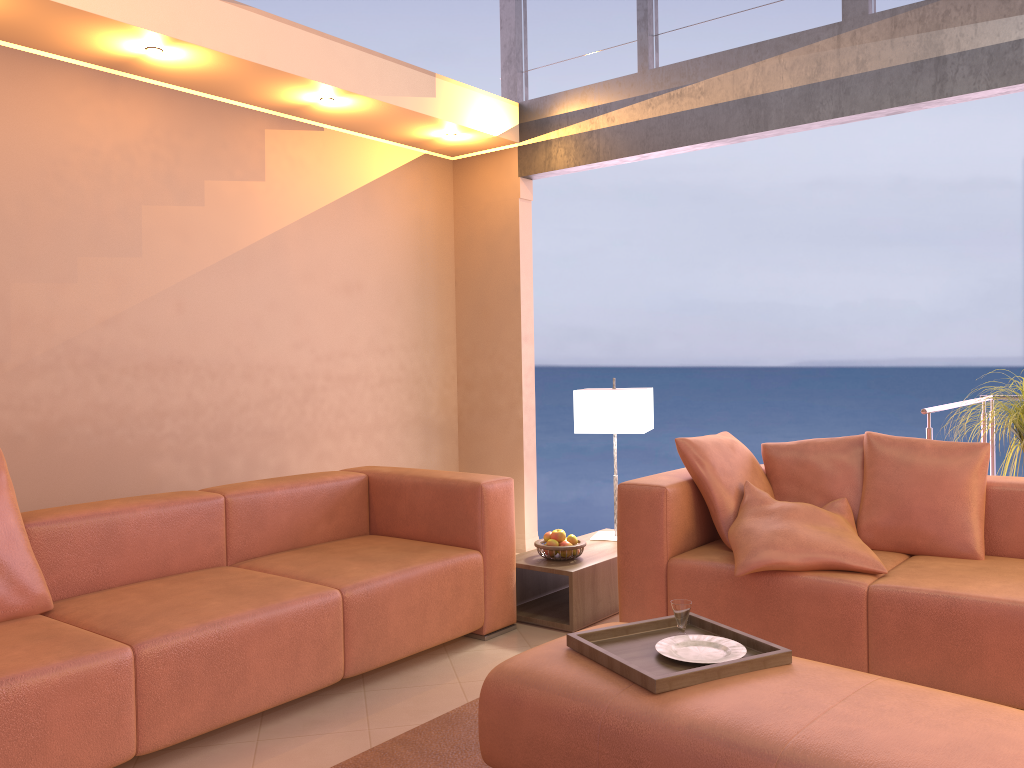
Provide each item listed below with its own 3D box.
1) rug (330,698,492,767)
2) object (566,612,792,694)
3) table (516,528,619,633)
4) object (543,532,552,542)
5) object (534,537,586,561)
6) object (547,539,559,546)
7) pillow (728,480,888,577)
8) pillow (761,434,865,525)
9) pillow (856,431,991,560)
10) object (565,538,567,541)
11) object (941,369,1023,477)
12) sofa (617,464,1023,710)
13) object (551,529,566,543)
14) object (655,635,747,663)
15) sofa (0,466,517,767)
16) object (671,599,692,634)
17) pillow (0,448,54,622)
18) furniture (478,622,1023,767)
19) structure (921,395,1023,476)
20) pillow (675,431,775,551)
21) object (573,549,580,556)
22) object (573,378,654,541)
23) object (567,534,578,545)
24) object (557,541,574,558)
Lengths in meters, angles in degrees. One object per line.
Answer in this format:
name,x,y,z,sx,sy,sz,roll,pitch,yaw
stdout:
rug,0.616,1.086,1.839,2.626,0.005,1.833,0,1,38
object,0.441,0.714,2.397,0.436,0.034,0.421,-2,1,-27
table,0.379,0.911,4.215,0.412,0.268,0.918,0,1,38
object,0.168,0.694,4.022,0.047,0.046,0.054,-1,1,25
object,0.218,0.749,4.005,0.235,0.071,0.235,0,1,30
object,0.181,0.714,3.948,0.055,0.047,0.045,-1,1,15
pillow,1.079,0.536,3.358,0.517,0.292,0.514,-1,1,7
pillow,1.282,0.427,3.689,0.492,0.446,0.255,-1,1,22
pillow,1.588,0.428,3.444,0.470,0.468,0.211,0,1,33
object,0.232,0.735,4.028,0.076,0.065,0.077,-2,1,-40
object,2.326,0.468,4.001,0.703,1.088,0.729,-1,1,7
sofa,1.776,0.704,3.112,2.781,0.672,0.943,0,1,38
object,0.208,0.686,3.986,0.069,0.061,0.068,-1,1,0
object,0.505,0.717,2.377,0.240,0.018,0.240,-1,1,2
sofa,-1.176,0.762,3.054,0.943,0.672,2.781,0,1,38
object,0.491,0.677,2.570,0.061,0.091,0.061,-1,1,23
pillow,-1.703,0.472,2.618,0.302,0.528,0.582,-1,1,22
furniture,0.596,0.880,2.191,1.291,0.301,0.685,0,2,43
structure,4.030,0.357,3.543,4.176,0.541,1.663,0,1,38
pillow,0.932,0.439,3.726,0.314,0.455,0.519,0,1,35
object,0.282,0.750,3.994,0.046,0.046,0.055,-1,1,16
object,0.519,0.369,4.457,0.344,0.799,0.344,-1,1,17
object,0.270,0.703,3.988,0.051,0.053,0.045,-2,1,-29
object,0.238,0.736,3.954,0.072,0.076,0.074,-2,2,-42
